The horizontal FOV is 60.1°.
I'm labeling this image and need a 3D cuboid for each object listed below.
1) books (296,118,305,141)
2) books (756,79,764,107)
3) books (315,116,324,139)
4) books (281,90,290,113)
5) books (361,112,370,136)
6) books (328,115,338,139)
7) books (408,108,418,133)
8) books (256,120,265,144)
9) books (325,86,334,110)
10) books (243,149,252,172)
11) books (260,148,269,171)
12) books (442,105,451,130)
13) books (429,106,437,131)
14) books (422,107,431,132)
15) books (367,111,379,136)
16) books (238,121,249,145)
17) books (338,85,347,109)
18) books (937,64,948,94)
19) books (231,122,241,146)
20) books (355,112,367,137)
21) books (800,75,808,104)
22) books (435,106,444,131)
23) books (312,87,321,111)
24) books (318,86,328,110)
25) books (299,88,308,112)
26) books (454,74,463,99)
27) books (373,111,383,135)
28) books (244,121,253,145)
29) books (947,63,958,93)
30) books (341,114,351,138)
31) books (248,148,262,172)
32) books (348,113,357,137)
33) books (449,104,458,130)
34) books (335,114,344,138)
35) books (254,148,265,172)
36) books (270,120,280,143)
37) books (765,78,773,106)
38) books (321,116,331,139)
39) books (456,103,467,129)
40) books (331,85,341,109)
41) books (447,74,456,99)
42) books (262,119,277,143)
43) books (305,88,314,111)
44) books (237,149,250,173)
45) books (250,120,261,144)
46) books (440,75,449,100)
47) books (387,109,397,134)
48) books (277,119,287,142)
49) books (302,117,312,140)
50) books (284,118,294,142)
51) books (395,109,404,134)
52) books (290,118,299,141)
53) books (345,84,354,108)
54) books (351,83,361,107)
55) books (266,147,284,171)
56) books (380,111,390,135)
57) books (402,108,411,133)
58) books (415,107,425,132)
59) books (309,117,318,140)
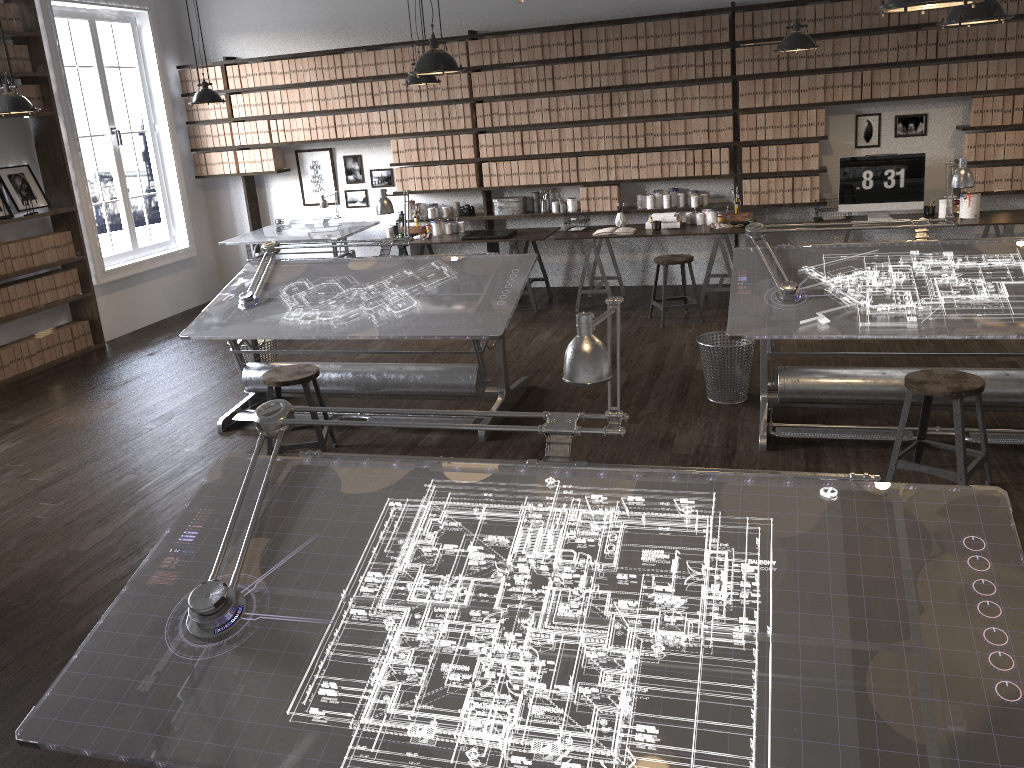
[{"bbox_3d":[-2.058,-2.529,8.797,0.067,0.223,0.177,0,17,17],"label":"books"},{"bbox_3d":[2.107,-2.472,7.527,0.067,0.222,0.177,0,17,17],"label":"books"},{"bbox_3d":[-1.859,-2.527,8.737,0.067,0.222,0.177,0,17,17],"label":"books"},{"bbox_3d":[-2.200,-2.793,8.765,0.067,0.223,0.177,0,17,17],"label":"books"},{"bbox_3d":[-1.387,-2.518,8.590,0.067,0.223,0.177,0,17,17],"label":"books"},{"bbox_3d":[-1.726,-2.524,8.694,0.067,0.223,0.177,0,17,17],"label":"books"},{"bbox_3d":[-0.914,-2.520,8.450,0.067,0.222,0.177,0,17,17],"label":"books"},{"bbox_3d":[-2.484,-2.543,8.925,0.067,0.222,0.177,0,17,17],"label":"books"},{"bbox_3d":[-1.740,-2.787,8.626,0.067,0.223,0.177,0,17,17],"label":"books"},{"bbox_3d":[-2.660,-2.282,9.056,0.067,0.222,0.177,0,17,17],"label":"books"},{"bbox_3d":[-2.468,-2.281,9.002,0.067,0.223,0.177,0,17,17],"label":"books"},{"bbox_3d":[-0.589,-2.515,8.352,0.067,0.222,0.177,0,17,17],"label":"books"},{"bbox_3d":[-0.718,-2.517,8.389,0.067,0.222,0.177,0,17,17],"label":"books"},{"bbox_3d":[-0.778,-2.517,8.406,0.067,0.222,0.177,0,17,17],"label":"books"},{"bbox_3d":[-1.321,-2.519,8.575,0.067,0.222,0.177,0,17,17],"label":"books"},{"bbox_3d":[-2.689,-2.546,8.987,0.067,0.223,0.177,0,17,17],"label":"books"},{"bbox_3d":[-1.606,-2.782,8.578,0.067,0.222,0.177,0,17,17],"label":"books"},{"bbox_3d":[3.449,-2.452,7.119,0.067,0.222,0.177,0,17,17],"label":"books"},{"bbox_3d":[-2.759,-2.546,9.004,0.067,0.222,0.177,0,17,17],"label":"books"},{"bbox_3d":[-1.449,-2.521,8.615,0.067,0.222,0.177,0,17,17],"label":"books"},{"bbox_3d":[2.448,-2.468,7.427,0.067,0.222,0.177,0,17,17],"label":"books"},{"bbox_3d":[-0.655,-2.514,8.366,0.067,0.223,0.177,0,17,17],"label":"books"},{"bbox_3d":[-1.876,-2.787,8.662,0.067,0.223,0.177,0,17,17],"label":"books"},{"bbox_3d":[-1.808,-2.787,8.645,0.067,0.222,0.177,0,17,17],"label":"books"},{"bbox_3d":[-2.004,-2.790,8.704,0.067,0.222,0.177,0,17,17],"label":"books"},{"bbox_3d":[-0.474,-2.766,8.238,0.067,0.222,0.177,0,17,17],"label":"books"},{"bbox_3d":[-1.261,-2.517,8.555,0.067,0.222,0.177,0,17,17],"label":"books"},{"bbox_3d":[-2.621,-2.546,8.970,0.067,0.223,0.177,0,17,17],"label":"books"},{"bbox_3d":[3.519,-2.452,7.101,0.067,0.223,0.177,0,17,17],"label":"books"},{"bbox_3d":[-1.586,-2.522,8.652,0.067,0.223,0.177,0,17,17],"label":"books"},{"bbox_3d":[-2.599,-2.282,9.040,0.067,0.222,0.177,0,17,17],"label":"books"},{"bbox_3d":[-1.517,-2.522,8.636,0.067,0.223,0.177,0,17,17],"label":"books"},{"bbox_3d":[-0.521,-2.514,8.331,0.067,0.223,0.177,0,17,17],"label":"books"},{"bbox_3d":[-1.653,-2.524,8.677,0.067,0.222,0.177,0,17,17],"label":"books"},{"bbox_3d":[-2.537,-2.280,9.016,0.067,0.223,0.177,0,17,17],"label":"books"},{"bbox_3d":[-2.337,-2.534,8.882,0.067,0.222,0.177,0,17,17],"label":"books"},{"bbox_3d":[2.178,-2.472,7.509,0.067,0.223,0.177,0,17,17],"label":"books"},{"bbox_3d":[-1.795,-2.527,8.721,0.067,0.222,0.177,0,17,17],"label":"books"},{"bbox_3d":[-0.455,-2.512,8.307,0.067,0.223,0.177,0,17,17],"label":"books"},{"bbox_3d":[-1.675,-2.784,8.602,0.067,0.223,0.177,0,17,17],"label":"books"},{"bbox_3d":[-0.534,-2.768,8.257,0.067,0.222,0.177,0,17,17],"label":"books"},{"bbox_3d":[-2.424,-2.540,8.903,0.067,0.223,0.177,0,17,17],"label":"books"},{"bbox_3d":[-1.945,-2.788,8.684,0.067,0.222,0.177,0,17,17],"label":"books"},{"bbox_3d":[-2.730,-2.283,9.076,0.067,0.223,0.177,0,17,17],"label":"books"},{"bbox_3d":[-2.555,-2.544,8.948,0.067,0.222,0.177,0,17,17],"label":"books"},{"bbox_3d":[-0.599,-2.767,8.272,0.067,0.223,0.177,0,17,17],"label":"books"},{"bbox_3d":[-1.119,-2.521,8.506,0.067,0.222,0.177,0,17,17],"label":"books"},{"bbox_3d":[-2.259,-2.532,8.856,0.067,0.223,0.177,0,17,17],"label":"books"},{"bbox_3d":[-1.990,-2.527,8.773,0.067,0.222,0.177,0,17,17],"label":"books"},{"bbox_3d":[-2.191,-2.532,8.839,0.067,0.222,0.177,0,17,17],"label":"books"},{"bbox_3d":[-1.048,-2.521,8.488,0.067,0.223,0.177,0,17,17],"label":"books"},{"bbox_3d":[-2.124,-2.532,8.821,0.067,0.223,0.177,0,17,17],"label":"books"},{"bbox_3d":[-1.537,-2.781,8.557,0.067,0.223,0.177,0,17,17],"label":"books"},{"bbox_3d":[-1.475,-2.782,8.543,0.067,0.222,0.177,0,17,17],"label":"books"},{"bbox_3d":[-2.402,-2.279,8.980,0.067,0.222,0.177,0,17,17],"label":"books"},{"bbox_3d":[-1.193,-2.516,8.532,0.067,0.223,0.177,0,17,17],"label":"books"},{"bbox_3d":[-0.981,-2.521,8.472,0.067,0.223,0.177,0,17,17],"label":"books"},{"bbox_3d":[-0.848,-2.517,8.426,0.067,0.223,0.177,0,17,17],"label":"books"},{"bbox_3d":[-1.921,-2.526,8.752,0.067,0.223,0.177,0,17,17],"label":"books"}]
